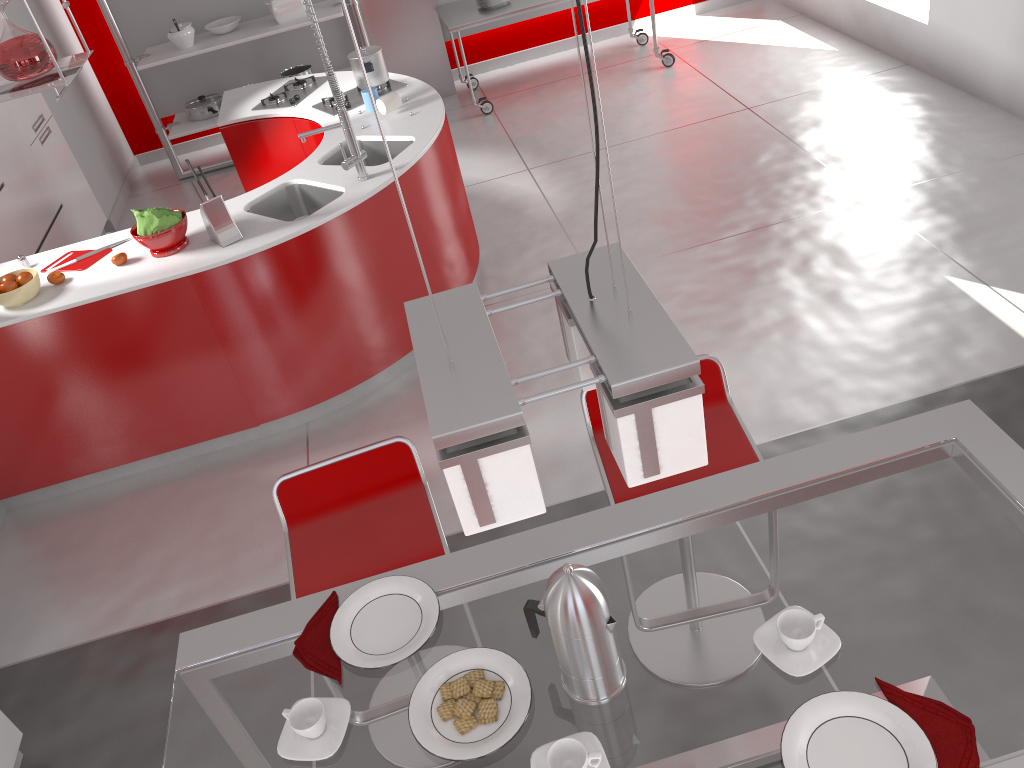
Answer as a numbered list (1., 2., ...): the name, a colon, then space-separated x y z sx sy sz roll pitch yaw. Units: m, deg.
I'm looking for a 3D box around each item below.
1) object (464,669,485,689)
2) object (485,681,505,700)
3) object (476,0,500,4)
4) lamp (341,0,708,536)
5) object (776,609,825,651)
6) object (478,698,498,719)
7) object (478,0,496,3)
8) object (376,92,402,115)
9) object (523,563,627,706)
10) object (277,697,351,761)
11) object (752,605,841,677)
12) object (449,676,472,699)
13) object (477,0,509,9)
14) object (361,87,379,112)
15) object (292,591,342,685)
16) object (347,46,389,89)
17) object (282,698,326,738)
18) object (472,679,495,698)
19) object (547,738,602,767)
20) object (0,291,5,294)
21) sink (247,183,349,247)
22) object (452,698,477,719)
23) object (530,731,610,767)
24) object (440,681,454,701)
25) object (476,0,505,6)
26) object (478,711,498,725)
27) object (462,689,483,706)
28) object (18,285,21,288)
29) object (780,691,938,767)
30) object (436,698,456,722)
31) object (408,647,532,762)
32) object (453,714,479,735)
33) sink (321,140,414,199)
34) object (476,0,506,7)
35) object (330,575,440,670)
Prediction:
1. object: -0.066 0.517 1.554 0.036 0.006 0.034 -16 36 -3
2. object: -0.030 0.527 1.529 0.034 0.006 0.036 -3 38 15
3. object: -0.141 -2.816 6.484 0.228 0.020 0.228 -27 38 -17
4. lamp: -0.042 -0.348 0.860 0.304 1.025 0.304 -16 36 -3
5. object: 0.479 0.413 1.468 0.078 0.049 0.062 -2 38 16
6. object: -0.041 0.547 1.496 0.034 0.006 0.036 -9 36 7
7. object: -0.143 -2.824 6.478 0.228 0.020 0.228 -27 38 -17
8. object: -0.615 -1.387 4.376 0.100 0.080 0.109 -35 41 -26
9. object: 0.096 0.391 1.434 0.149 0.287 0.113 -11 36 4
10. object: -0.340 0.599 1.537 0.119 0.016 0.119 -4 37 13
11. object: 0.476 0.432 1.484 0.119 0.016 0.119 -28 38 -19
12. object: -0.090 0.527 1.540 0.034 0.006 0.036 -23 37 -12
13. object: -0.135 -2.792 6.502 0.228 0.020 0.228 -27 38 -17
14. object: -0.713 -1.430 4.451 0.080 0.100 0.109 -33 40 -24
15. object: -0.375 0.491 1.693 0.095 0.012 0.234 -16 36 -3
16. object: -0.761 -1.689 4.710 0.218 0.185 0.189 20 48 38
17. object: -0.353 0.582 1.522 0.078 0.049 0.062 -16 36 -3
18. object: -0.049 0.525 1.529 0.036 0.006 0.034 -2 38 16
19. object: 0.095 0.589 1.364 0.078 0.049 0.062 10 42 29
20. object: -2.000 -0.358 3.512 0.055 0.058 0.066 -13 36 2
21. sink: -0.912 -0.707 3.856 0.428 0.172 0.326 19 47 37
22. object: -0.081 0.550 1.505 0.036 0.006 0.034 7 41 27
23. object: 0.093 0.606 1.381 0.119 0.016 0.119 -18 36 -5
24. object: -0.107 0.534 1.546 0.036 0.006 0.034 -16 36 -3
25. object: -0.139 -2.808 6.490 0.228 0.020 0.228 -27 38 -17
26. object: -0.041 0.555 1.496 0.034 0.006 0.036 -14 36 1
27. object: -0.068 0.540 1.525 0.036 0.006 0.034 -6 37 12
28. object: -1.963 -0.400 3.558 0.065 0.056 0.059 -19 36 -6
29. object: 0.510 0.553 1.311 0.217 0.015 0.217 -2 38 17
30. object: -0.109 0.557 1.516 0.036 0.006 0.034 -26 38 -16
31. object: -0.071 0.546 1.516 0.217 0.015 0.217 8 41 27
32. object: -0.078 0.569 1.490 0.036 0.006 0.034 -29 39 -19
33. sink: -0.650 -0.994 4.149 0.428 0.172 0.326 9 42 28
34. object: -0.137 -2.800 6.496 0.228 0.020 0.228 -27 38 -17
35. object: -0.241 0.455 1.693 0.217 0.015 0.217 7 41 26
